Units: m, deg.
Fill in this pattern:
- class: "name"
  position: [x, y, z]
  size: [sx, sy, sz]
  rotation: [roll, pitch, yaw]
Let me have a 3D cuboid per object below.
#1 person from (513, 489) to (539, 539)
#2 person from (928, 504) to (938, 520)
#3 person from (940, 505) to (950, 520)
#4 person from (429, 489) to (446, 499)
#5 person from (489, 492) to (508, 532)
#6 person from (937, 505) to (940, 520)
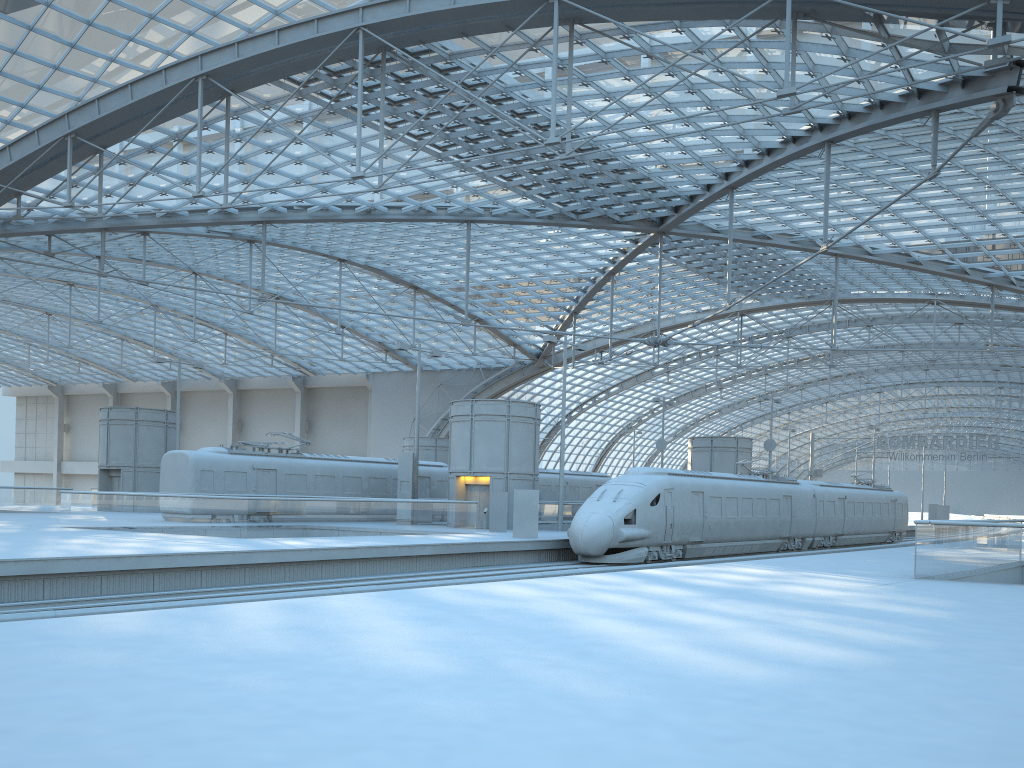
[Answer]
- class: "person"
  position: [0.495, 4.461, 30.028]
  size: [0.874, 1.708, 0.001]
  rotation: [1, 0, 12]
- class: "person"
  position: [43.589, 13.338, 91.133]
  size: [0.899, 1.801, 0.001]
  rotation: [1, 0, 33]
- class: "person"
  position: [41.034, 12.354, 83.303]
  size: [0.826, 1.734, 0.001]
  rotation: [1, 0, 38]
- class: "person"
  position: [-3.664, 6.031, 43.298]
  size: [0.826, 1.734, 0.001]
  rotation: [1, 0, 12]
- class: "person"
  position: [-0.520, 5.039, 34.454]
  size: [0.710, 1.614, 0.001]
  rotation: [1, 0, 17]
- class: "person"
  position: [42.429, 12.810, 86.708]
  size: [0.874, 1.708, 0.001]
  rotation: [1, 0, 38]
